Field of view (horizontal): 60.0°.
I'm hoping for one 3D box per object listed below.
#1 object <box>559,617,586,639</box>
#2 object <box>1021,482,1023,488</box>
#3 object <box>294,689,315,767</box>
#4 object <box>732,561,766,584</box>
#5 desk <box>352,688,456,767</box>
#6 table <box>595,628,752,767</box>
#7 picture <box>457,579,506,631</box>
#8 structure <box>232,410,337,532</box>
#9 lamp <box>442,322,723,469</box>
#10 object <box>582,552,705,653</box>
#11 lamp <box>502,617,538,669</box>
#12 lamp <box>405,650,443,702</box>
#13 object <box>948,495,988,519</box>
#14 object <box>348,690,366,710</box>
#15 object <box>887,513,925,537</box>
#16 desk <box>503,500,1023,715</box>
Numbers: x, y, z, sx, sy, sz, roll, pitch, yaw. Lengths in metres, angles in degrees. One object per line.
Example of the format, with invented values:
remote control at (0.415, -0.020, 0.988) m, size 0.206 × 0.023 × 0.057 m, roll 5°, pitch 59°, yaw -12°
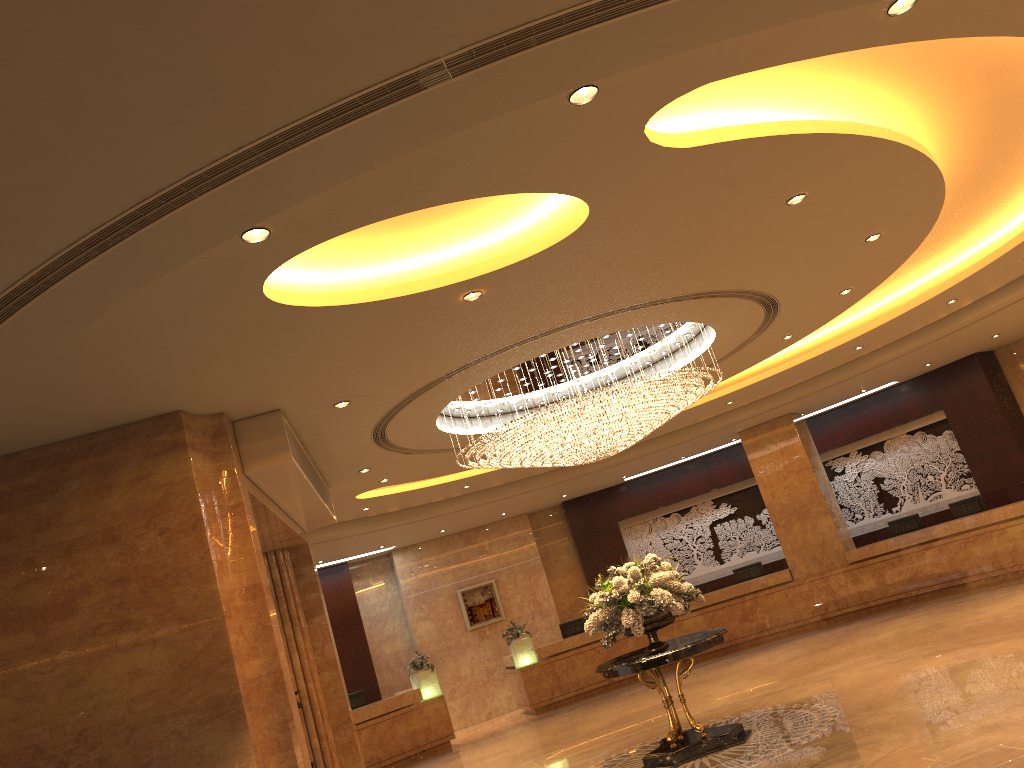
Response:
object at (1.309, 5.071, 18.115) m, size 0.531 × 0.500 × 0.430 m, roll -25°, pitch -16°, yaw 26°
object at (9.013, 1.812, 14.993) m, size 0.430 × 0.500 × 0.531 m, roll -17°, pitch -14°, yaw -2°
object at (-2.784, 4.192, 9.773) m, size 1.250 × 2.363 × 0.843 m, roll -10°, pitch -16°, yaw -28°
object at (4.833, 3.911, 17.944) m, size 0.430 × 0.500 × 0.531 m, roll -7°, pitch -18°, yaw -37°
desk at (-3.314, 6.482, 15.363) m, size 5.227 × 1.155 × 1.570 m, roll -4°, pitch -20°, yaw -44°
table at (1.763, 3.364, 9.492) m, size 1.493 × 1.089 × 1.493 m, roll -13°, pitch -15°, yaw -16°
picture at (-0.676, 4.837, 19.433) m, size 0.875 × 0.890 × 0.068 m, roll -13°, pitch -15°, yaw -18°
structure at (-2.378, 1.079, 9.731) m, size 0.425 × 0.483 × 4.113 m, roll -15°, pitch -14°, yaw -10°
lamp at (0.854, 0.309, 10.303) m, size 3.206 × 1.196 × 3.204 m, roll -25°, pitch -16°, yaw 26°
object at (1.437, 2.413, 9.771) m, size 1.277 × 0.999 × 1.318 m, roll -23°, pitch -15°, yaw 20°
lamp at (0.138, 5.107, 17.523) m, size 0.577 × 0.925 × 0.542 m, roll -16°, pitch -14°, yaw -8°
lamp at (-1.706, 5.476, 16.711) m, size 0.570 × 0.923 × 0.580 m, roll -14°, pitch -14°, yaw -13°
object at (8.230, 2.306, 15.931) m, size 0.430 × 0.500 × 0.531 m, roll -16°, pitch -14°, yaw -7°
object at (-3.067, 5.943, 16.103) m, size 0.918 × 0.500 × 0.397 m, roll -10°, pitch -16°, yaw -27°
object at (7.433, 2.745, 16.643) m, size 0.430 × 0.500 × 0.531 m, roll -14°, pitch -14°, yaw -13°
desk at (5.766, 3.854, 16.298) m, size 12.951 × 1.155 × 3.466 m, roll -24°, pitch -15°, yaw 24°
